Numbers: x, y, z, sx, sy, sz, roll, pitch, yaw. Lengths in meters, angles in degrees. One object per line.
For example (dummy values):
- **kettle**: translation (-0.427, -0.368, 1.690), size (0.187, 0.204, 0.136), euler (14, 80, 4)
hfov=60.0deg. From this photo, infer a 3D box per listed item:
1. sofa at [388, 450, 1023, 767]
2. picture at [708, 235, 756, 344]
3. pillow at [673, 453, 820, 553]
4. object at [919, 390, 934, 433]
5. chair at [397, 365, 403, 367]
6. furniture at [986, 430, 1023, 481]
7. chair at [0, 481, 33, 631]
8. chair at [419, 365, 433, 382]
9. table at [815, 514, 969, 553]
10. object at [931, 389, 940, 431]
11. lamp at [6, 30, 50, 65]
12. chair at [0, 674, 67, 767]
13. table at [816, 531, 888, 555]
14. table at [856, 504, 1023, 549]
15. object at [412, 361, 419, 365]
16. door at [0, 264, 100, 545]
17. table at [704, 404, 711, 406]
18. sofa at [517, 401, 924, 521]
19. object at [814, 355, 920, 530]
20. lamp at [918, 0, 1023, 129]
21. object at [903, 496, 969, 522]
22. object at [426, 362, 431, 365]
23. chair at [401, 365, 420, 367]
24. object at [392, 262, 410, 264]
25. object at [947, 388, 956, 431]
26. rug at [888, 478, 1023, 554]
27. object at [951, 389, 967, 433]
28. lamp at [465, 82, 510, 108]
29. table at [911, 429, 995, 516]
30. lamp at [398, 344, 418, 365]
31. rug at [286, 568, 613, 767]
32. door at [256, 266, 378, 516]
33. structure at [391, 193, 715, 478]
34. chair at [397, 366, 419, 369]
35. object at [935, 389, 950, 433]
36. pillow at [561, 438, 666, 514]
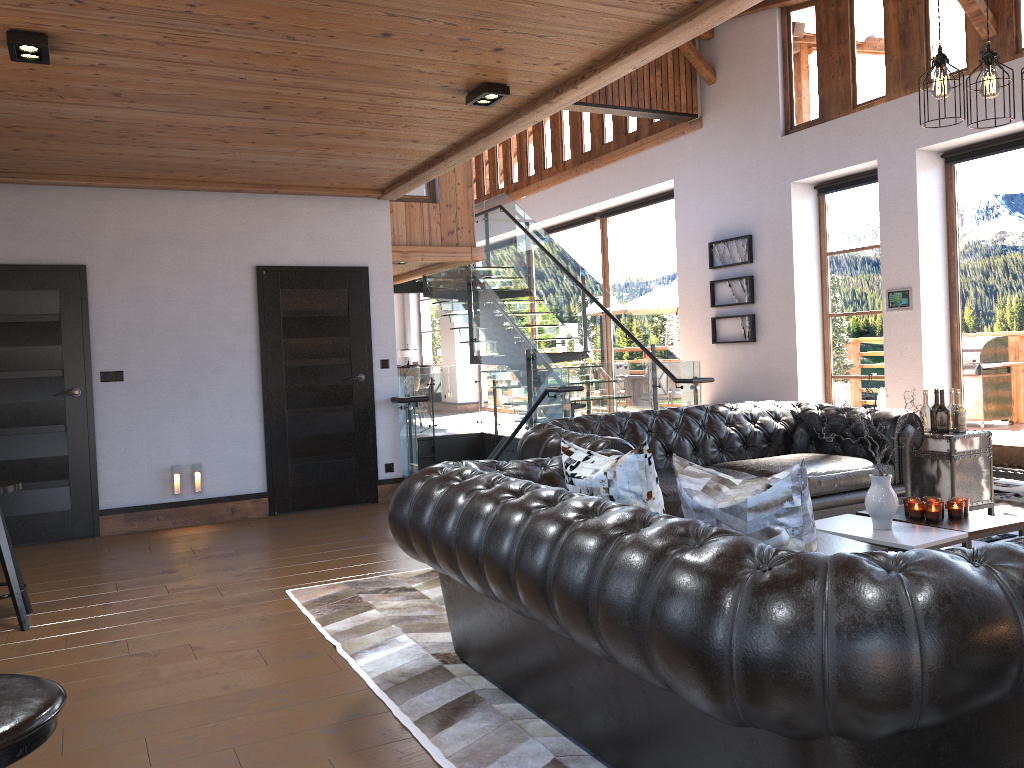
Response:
- **sofa**: translation (0.504, 0.713, 2.898), size (1.252, 0.838, 2.541), euler (-3, 2, -27)
- **picture**: translation (2.764, -1.171, 11.161), size (0.060, 1.312, 0.766), euler (-3, 2, -26)
- **pillow**: translation (0.657, 0.411, 2.439), size (0.286, 0.469, 0.524), euler (-3, 2, -23)
- **object**: translation (2.780, 0.180, 5.948), size (0.086, 0.286, 0.089), euler (-1, 2, 40)
- **chair**: translation (-2.523, 0.160, 18.469), size (0.574, 1.092, 0.499), euler (-3, 2, -28)
- **furniture**: translation (4.279, 0.629, 6.420), size (1.187, 0.436, 2.733), euler (-3, 2, -26)
- **chair**: translation (-2.629, 0.867, 4.407), size (0.397, 0.721, 0.389), euler (-3, 2, -27)
- **chair**: translation (-1.757, 0.193, 16.878), size (0.572, 1.092, 0.500), euler (-3, 1, -18)
- **table**: translation (1.724, 0.853, 4.164), size (0.404, 0.350, 0.643), euler (-3, 2, -31)
- **object**: translation (2.874, 0.174, 5.992), size (0.087, 0.286, 0.088), euler (-2, 1, 13)
- **lamp**: translation (-2.085, -1.459, 3.826), size (0.157, 0.068, 0.258), euler (-3, 2, -26)
- **chair**: translation (-0.965, 0.902, 1.464), size (0.445, 0.716, 0.437), euler (-3, 2, -23)
- **table**: translation (1.299, 0.877, 3.987), size (0.403, 0.350, 0.645), euler (-3, 2, -21)
- **table**: translation (2.107, 0.829, 4.387), size (0.404, 0.350, 0.644), euler (-3, 2, -26)
- **object**: translation (-2.279, -0.392, 21.006), size (0.152, 0.287, 0.495), euler (-3, 2, -26)
- **door**: translation (-3.590, 0.155, 6.491), size (0.951, 2.055, 0.142), euler (-3, 1, -27)
- **table**: translation (2.529, 0.527, 11.014), size (0.691, 0.469, 1.242), euler (-3, 2, -26)
- **sofa**: translation (1.302, 0.581, 5.679), size (2.592, 0.838, 1.227), euler (-3, 2, -27)
- **object**: translation (1.724, 0.272, 4.192), size (0.409, 0.808, 0.616), euler (-3, 2, -15)
- **lamp**: translation (2.077, -2.189, 3.689), size (0.264, 2.201, 0.793), euler (-3, 2, -35)
- **object**: translation (2.105, 0.614, 4.366), size (0.301, 0.081, 0.248), euler (-2, 2, 12)
- **object**: translation (-2.002, -0.373, 20.530), size (0.495, 0.262, 0.182), euler (-1, 2, 31)
- **chair**: translation (-2.058, 0.170, 17.636), size (0.575, 1.092, 0.498), euler (-4, 2, -43)
- **object**: translation (-1.259, -1.411, 10.109), size (0.157, 0.068, 0.258), euler (-3, 2, -26)
- **object**: translation (2.962, 0.172, 5.963), size (0.088, 0.286, 0.087), euler (-3, 1, -14)
- **rug**: translation (3.036, 0.888, 6.008), size (3.846, 0.053, 2.409), euler (-3, 2, -26)
- **object**: translation (2.947, 0.177, 5.847), size (0.088, 0.286, 0.087), euler (-3, 1, -16)
- **lamp**: translation (-0.134, -1.577, 4.821), size (0.157, 0.068, 0.258), euler (-3, 2, -26)
- **table**: translation (2.908, 0.619, 5.924), size (0.409, 0.609, 0.413), euler (-3, 2, -27)
- **lamp**: translation (-2.508, -0.618, 21.470), size (0.473, 0.725, 0.467), euler (-3, 2, -17)
- **rug**: translation (0.707, 1.073, 3.595), size (2.456, 0.053, 4.006), euler (-3, 2, -26)
- **door**: translation (-1.629, 0.036, 7.490), size (0.951, 2.055, 0.142), euler (-3, 1, -27)
- **structure**: translation (1.268, 0.346, 13.265), size (9.303, 6.396, 10.919), euler (-3, 2, -26)
- **chair**: translation (-1.848, 0.240, 15.389), size (0.509, 1.092, 0.562), euler (-3, 2, -28)
- **object**: translation (2.862, 0.178, 5.895), size (0.086, 0.286, 0.088), euler (-1, 2, 41)
- **pillow**: translation (0.360, 0.403, 3.043), size (0.286, 0.469, 0.524), euler (-3, 2, -23)
